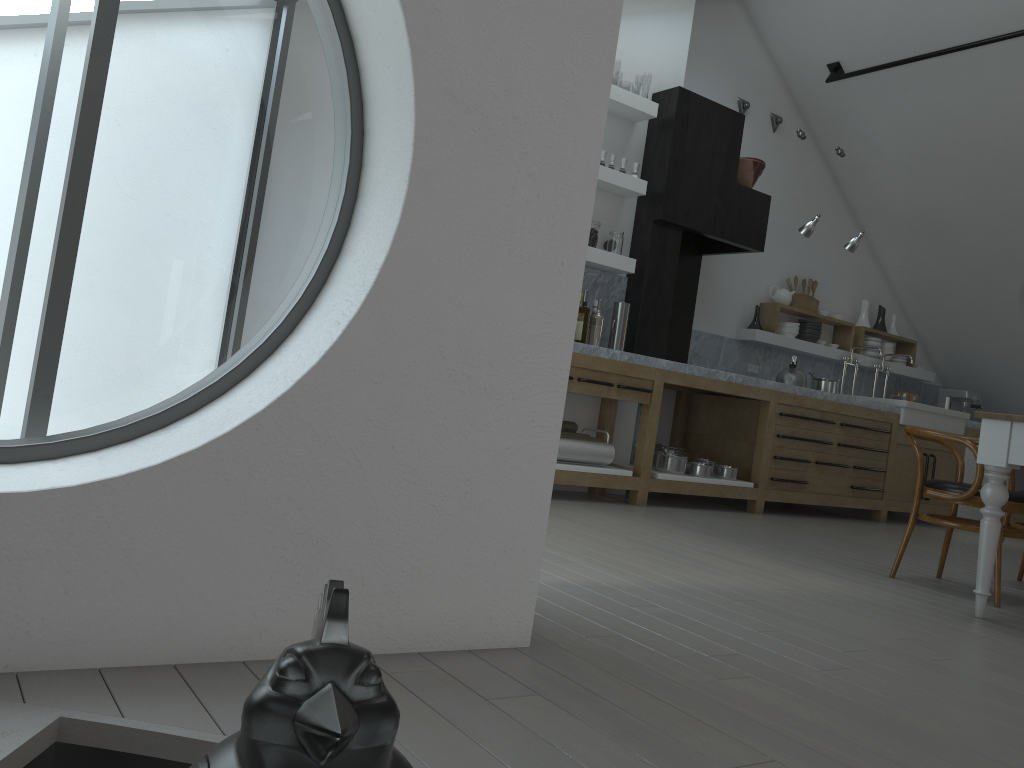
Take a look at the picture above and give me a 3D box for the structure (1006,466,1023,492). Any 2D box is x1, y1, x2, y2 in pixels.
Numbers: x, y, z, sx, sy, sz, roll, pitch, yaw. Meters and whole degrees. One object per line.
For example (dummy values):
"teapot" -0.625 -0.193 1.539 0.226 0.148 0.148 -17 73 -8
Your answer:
"structure" 4.755 0.901 8.765 0.631 0.637 0.632 9 -2 -34

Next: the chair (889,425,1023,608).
"chair" 2.128 0.597 4.165 0.526 0.736 0.622 10 -2 -34

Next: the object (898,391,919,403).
"object" 3.913 0.194 8.768 0.200 0.223 0.104 10 -2 -34

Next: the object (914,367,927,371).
"object" 4.039 -0.146 8.874 0.214 0.025 0.213 8 -1 43

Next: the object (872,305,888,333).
"object" 3.542 -0.623 8.513 0.156 0.268 0.156 10 -2 -30

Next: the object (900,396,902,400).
"object" 3.775 0.193 8.614 0.019 0.179 0.044 8 -2 21

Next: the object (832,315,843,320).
"object" 2.992 -0.602 8.147 0.098 0.049 0.099 9 -1 -37

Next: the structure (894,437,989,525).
"structure" 4.123 0.898 8.340 0.722 0.824 0.599 10 -2 -34

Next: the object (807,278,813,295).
"object" 2.638 -0.789 7.901 0.057 0.299 0.019 10 -3 -34

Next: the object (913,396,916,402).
"object" 3.962 0.209 8.755 0.040 0.192 0.042 8 -2 16

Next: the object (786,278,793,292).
"object" 2.471 -0.798 7.808 0.199 0.259 0.016 9 -2 -24

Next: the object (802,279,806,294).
"object" 2.599 -0.795 7.898 0.061 0.300 0.040 10 -3 -37

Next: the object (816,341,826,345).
"object" 2.791 -0.362 8.025 0.098 0.049 0.099 9 -1 -37

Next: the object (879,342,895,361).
"object" 3.588 -0.311 8.515 0.157 0.160 0.154 9 -2 -6

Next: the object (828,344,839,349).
"object" 2.947 -0.338 8.133 0.098 0.049 0.099 9 -1 -37

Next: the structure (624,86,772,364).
"structure" 1.257 -1.064 6.603 1.073 1.887 0.781 10 -2 -34

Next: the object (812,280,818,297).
"object" 2.688 -0.781 7.939 0.067 0.298 0.039 10 -3 -34

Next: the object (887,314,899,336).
"object" 3.716 -0.571 8.646 0.156 0.219 0.155 7 -2 37

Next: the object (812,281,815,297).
"object" 2.708 -0.777 7.974 0.057 0.294 0.030 10 -3 -34

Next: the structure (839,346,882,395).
"structure" 3.150 -0.073 7.978 0.333 0.530 0.213 7 -2 36

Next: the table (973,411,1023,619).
"table" 3.422 0.752 4.016 3.341 0.800 1.020 9 -1 -34

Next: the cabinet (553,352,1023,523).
"cabinet" 2.357 0.640 7.317 6.413 1.023 1.005 9 -1 -34

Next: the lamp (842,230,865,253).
"lamp" 2.703 -1.121 7.006 0.112 0.176 0.169 10 -2 -42

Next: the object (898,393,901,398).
"object" 3.777 0.181 8.660 0.040 0.192 0.042 8 -2 3

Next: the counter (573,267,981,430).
"counter" 2.525 -0.164 7.410 6.560 0.620 0.963 9 -1 -34

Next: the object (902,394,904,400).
"object" 3.793 0.186 8.635 0.018 0.196 0.023 10 -3 -39

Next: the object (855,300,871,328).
"object" 3.326 -0.657 8.368 0.156 0.268 0.155 7 -3 44

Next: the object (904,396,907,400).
"object" 3.809 0.198 8.632 0.044 0.179 0.019 7 -3 40

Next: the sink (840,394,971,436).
"sink" 3.433 0.273 7.850 1.018 0.202 0.728 9 -1 -34

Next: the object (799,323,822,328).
"object" 2.651 -0.497 7.898 0.205 0.084 0.205 9 -1 -7

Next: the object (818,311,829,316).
"object" 2.818 -0.629 8.027 0.098 0.049 0.099 9 -1 -37

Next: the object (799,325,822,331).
"object" 2.646 -0.472 7.893 0.206 0.072 0.205 8 -1 43

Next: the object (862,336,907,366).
"object" 3.573 -0.310 8.534 0.655 0.196 0.198 9 -2 -35

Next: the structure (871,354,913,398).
"structure" 3.548 -0.011 8.252 0.333 0.530 0.213 7 -2 36

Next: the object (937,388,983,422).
"object" 4.470 0.235 8.766 0.323 0.321 0.387 9 -2 -34

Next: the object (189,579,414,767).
"object" -0.208 0.473 0.851 0.320 0.563 0.320 7 -2 29

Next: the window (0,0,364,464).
"window" -0.987 -0.580 1.738 1.467 1.472 0.104 9 -2 -34

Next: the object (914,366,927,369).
"object" 4.040 -0.155 8.875 0.214 0.025 0.213 8 -1 43

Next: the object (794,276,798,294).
"object" 2.502 -0.811 7.831 0.055 0.299 0.028 10 -3 -34

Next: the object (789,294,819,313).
"object" 2.592 -0.716 7.886 0.353 0.158 0.084 9 -2 -34

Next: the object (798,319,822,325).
"object" 2.652 -0.525 7.900 0.205 0.080 0.206 9 -1 -32

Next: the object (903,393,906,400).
"object" 3.805 0.185 8.620 0.040 0.192 0.042 8 -2 2

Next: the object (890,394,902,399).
"object" 3.734 0.192 8.633 0.172 0.171 0.100 9 -2 -33

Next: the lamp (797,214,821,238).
"lamp" 2.230 -1.192 6.684 0.115 0.178 0.164 9 -2 -16

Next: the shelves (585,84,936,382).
"shelves" 2.103 -1.039 7.340 5.535 1.363 0.480 9 -2 -40

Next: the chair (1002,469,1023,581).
"chair" 2.752 0.694 4.523 0.526 0.736 0.622 10 -2 -38
